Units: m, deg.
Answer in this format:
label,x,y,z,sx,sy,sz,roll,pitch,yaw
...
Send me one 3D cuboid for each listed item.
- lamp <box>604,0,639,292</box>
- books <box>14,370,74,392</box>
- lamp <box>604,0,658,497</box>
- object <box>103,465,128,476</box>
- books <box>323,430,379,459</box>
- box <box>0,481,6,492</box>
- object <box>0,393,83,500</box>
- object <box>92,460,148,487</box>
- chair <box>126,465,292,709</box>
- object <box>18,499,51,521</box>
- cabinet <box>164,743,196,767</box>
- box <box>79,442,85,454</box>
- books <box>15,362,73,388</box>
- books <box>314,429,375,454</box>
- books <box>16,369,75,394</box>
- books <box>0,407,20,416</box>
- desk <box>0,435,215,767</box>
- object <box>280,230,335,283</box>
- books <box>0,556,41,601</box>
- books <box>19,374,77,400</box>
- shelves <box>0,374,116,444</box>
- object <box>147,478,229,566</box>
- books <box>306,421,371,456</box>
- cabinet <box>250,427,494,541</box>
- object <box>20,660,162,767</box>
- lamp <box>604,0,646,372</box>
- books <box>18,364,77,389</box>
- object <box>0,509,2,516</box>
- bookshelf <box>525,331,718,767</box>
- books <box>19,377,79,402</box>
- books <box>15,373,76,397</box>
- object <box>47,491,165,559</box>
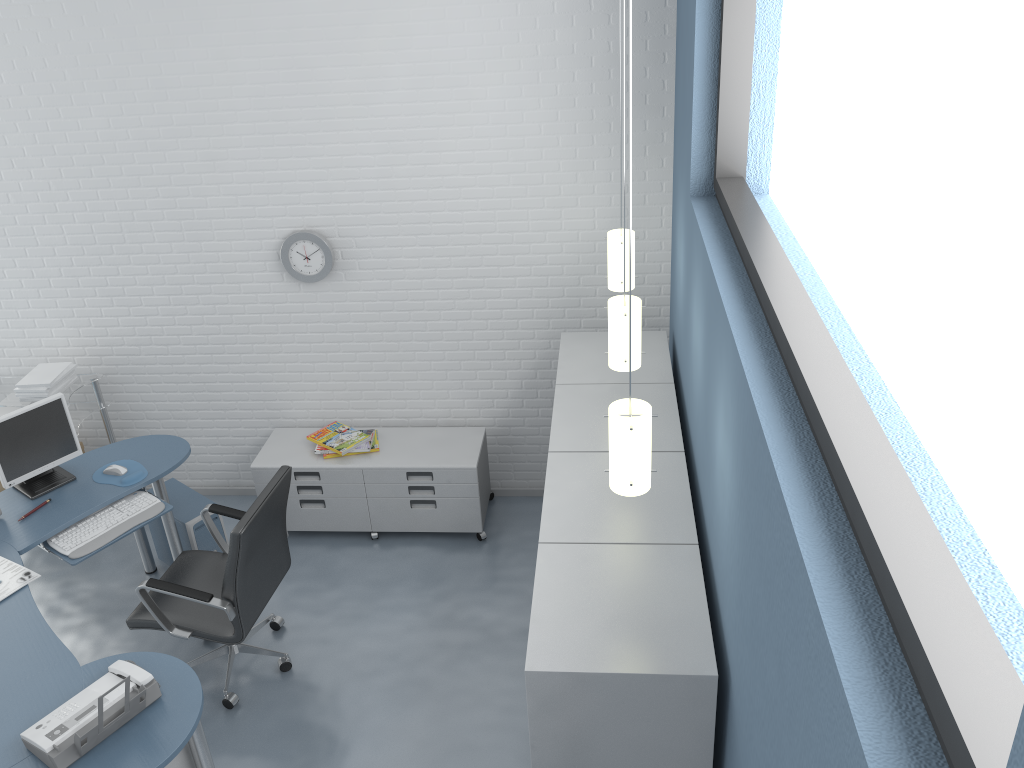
label,x,y,z,sx,sy,sz,roll,pitch,yaw
lamp,0.440,-1.230,3.592,0.120,1.786,0.120,-21,31,-30
books,-2.572,-0.023,4.881,0.190,0.015,0.270,1,27,9
lamp,0.291,-0.501,2.176,0.120,1.786,0.120,-21,31,-30
object,-1.901,0.408,4.244,0.115,0.035,0.054,4,28,15
books,-0.887,0.332,4.894,0.300,0.020,0.210,-8,27,-8
box,-2.946,0.482,5.162,0.207,0.133,0.347,-3,27,2
object,-2.232,0.285,4.114,0.212,0.417,0.365,17,34,35
object,-1.867,0.414,4.246,0.285,0.026,0.213,6,28,18
chair,-1.293,0.876,3.918,0.652,0.948,0.584,2,27,11
object,-2.149,0.567,3.993,0.013,0.013,0.178,8,29,22
cabinet,-1.310,1.504,3.065,0.383,0.605,0.559,0,27,8
box,-2.653,0.479,5.129,0.207,0.133,0.347,0,27,7
books,-2.567,-0.052,4.871,0.190,0.015,0.270,-3,27,2
books,-0.917,0.318,4.881,0.300,0.020,0.210,-3,27,2
books,-2.571,-0.013,4.895,0.190,0.015,0.270,-1,27,6
books,-2.793,0.120,4.985,0.190,0.015,0.270,-2,27,4
desk,-1.949,1.103,3.610,1.402,0.900,2.282,-12,28,-16
object,-1.071,-0.668,4.646,0.279,0.277,0.041,-1,27,6
books,-2.075,0.784,3.562,0.300,0.010,0.200,12,31,28
books,-2.563,0.014,4.905,0.190,0.015,0.270,-2,27,4
shelves,-2.767,0.414,5.134,0.896,0.848,0.441,0,27,7
object,-1.720,0.794,4.718,0.471,0.422,0.199,18,34,37
books,-0.954,0.297,4.883,0.300,0.020,0.210,18,34,37
cabinet,-0.759,0.557,4.991,1.259,0.484,0.447,-1,27,6
object,-1.318,0.967,2.803,0.399,0.280,0.405,15,32,33
lamp,0.365,-0.866,2.884,0.120,1.786,0.120,-21,31,-30
books,-2.555,-0.043,4.885,0.190,0.015,0.270,-1,27,6
object,-2.414,0.559,3.758,0.197,0.273,0.392,2,27,11
bookshelf,0.434,0.768,3.676,0.521,1.141,2.294,-1,27,6
books,-2.562,0.028,4.912,0.190,0.015,0.270,-1,27,6
books,-2.572,0.003,4.896,0.190,0.015,0.270,0,27,8
object,-1.821,0.618,3.985,0.276,0.028,0.478,16,33,33
